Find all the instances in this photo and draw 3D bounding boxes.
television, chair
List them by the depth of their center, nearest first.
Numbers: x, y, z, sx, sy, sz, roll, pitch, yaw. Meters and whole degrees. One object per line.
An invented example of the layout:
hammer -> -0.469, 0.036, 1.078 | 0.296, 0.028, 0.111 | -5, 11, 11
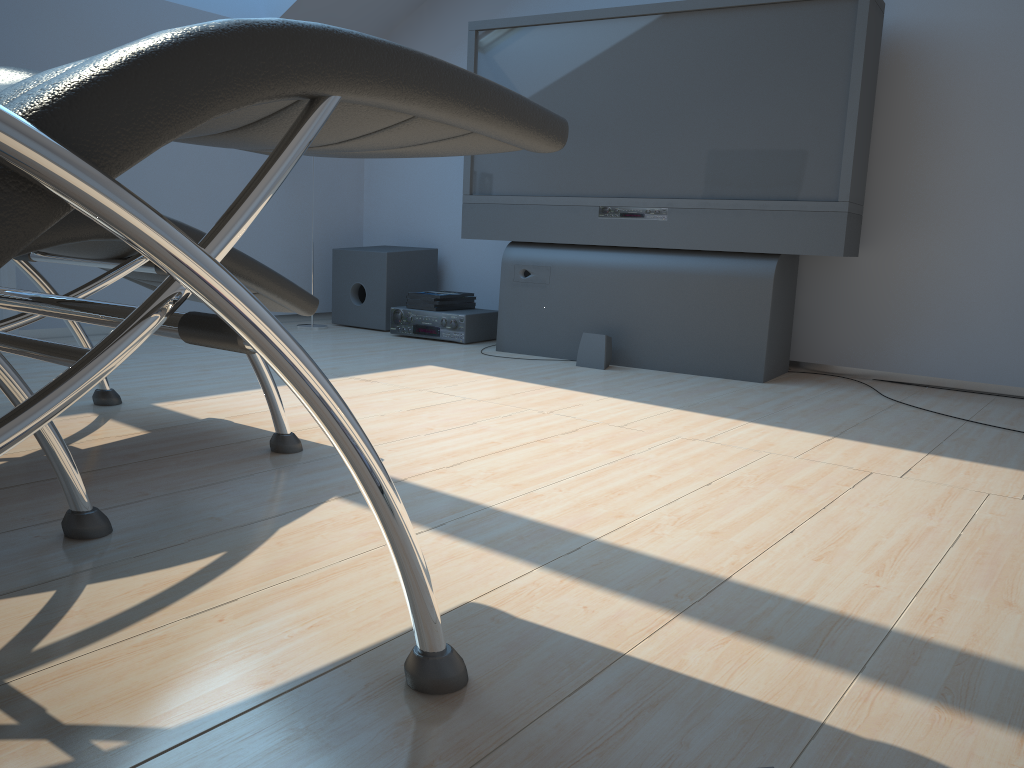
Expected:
chair -> -0.788, -0.095, 0.615 | 0.836, 0.953, 2.114 | 9, 12, 35
chair -> -1.273, -0.425, 1.557 | 0.836, 1.251, 1.938 | 9, 12, 35
television -> 0.579, -0.810, 3.763 | 1.686, 1.446, 0.400 | 8, 11, 30

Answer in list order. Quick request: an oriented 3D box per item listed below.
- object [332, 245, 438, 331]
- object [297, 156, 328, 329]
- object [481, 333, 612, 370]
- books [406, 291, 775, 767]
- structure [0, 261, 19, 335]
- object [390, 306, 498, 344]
object -> -0.687, -0.530, 4.796 | 0.400, 0.424, 0.401 | 9, 12, 35
object -> -1.021, -0.877, 4.547 | 0.160, 1.181, 0.158 | 9, 12, 35
object -> 0.018, -0.218, 4.033 | 0.394, 0.141, 1.163 | -2, 11, -25
books -> -0.118, 0.034, 2.245 | 1.045, 0.222, 4.790 | 3, 10, 3
structure -> -2.333, -0.502, 3.117 | 0.120, 0.800, 1.324 | 9, 12, 35
object -> -0.325, -0.305, 4.433 | 0.450, 0.138, 0.358 | 8, 11, 30
